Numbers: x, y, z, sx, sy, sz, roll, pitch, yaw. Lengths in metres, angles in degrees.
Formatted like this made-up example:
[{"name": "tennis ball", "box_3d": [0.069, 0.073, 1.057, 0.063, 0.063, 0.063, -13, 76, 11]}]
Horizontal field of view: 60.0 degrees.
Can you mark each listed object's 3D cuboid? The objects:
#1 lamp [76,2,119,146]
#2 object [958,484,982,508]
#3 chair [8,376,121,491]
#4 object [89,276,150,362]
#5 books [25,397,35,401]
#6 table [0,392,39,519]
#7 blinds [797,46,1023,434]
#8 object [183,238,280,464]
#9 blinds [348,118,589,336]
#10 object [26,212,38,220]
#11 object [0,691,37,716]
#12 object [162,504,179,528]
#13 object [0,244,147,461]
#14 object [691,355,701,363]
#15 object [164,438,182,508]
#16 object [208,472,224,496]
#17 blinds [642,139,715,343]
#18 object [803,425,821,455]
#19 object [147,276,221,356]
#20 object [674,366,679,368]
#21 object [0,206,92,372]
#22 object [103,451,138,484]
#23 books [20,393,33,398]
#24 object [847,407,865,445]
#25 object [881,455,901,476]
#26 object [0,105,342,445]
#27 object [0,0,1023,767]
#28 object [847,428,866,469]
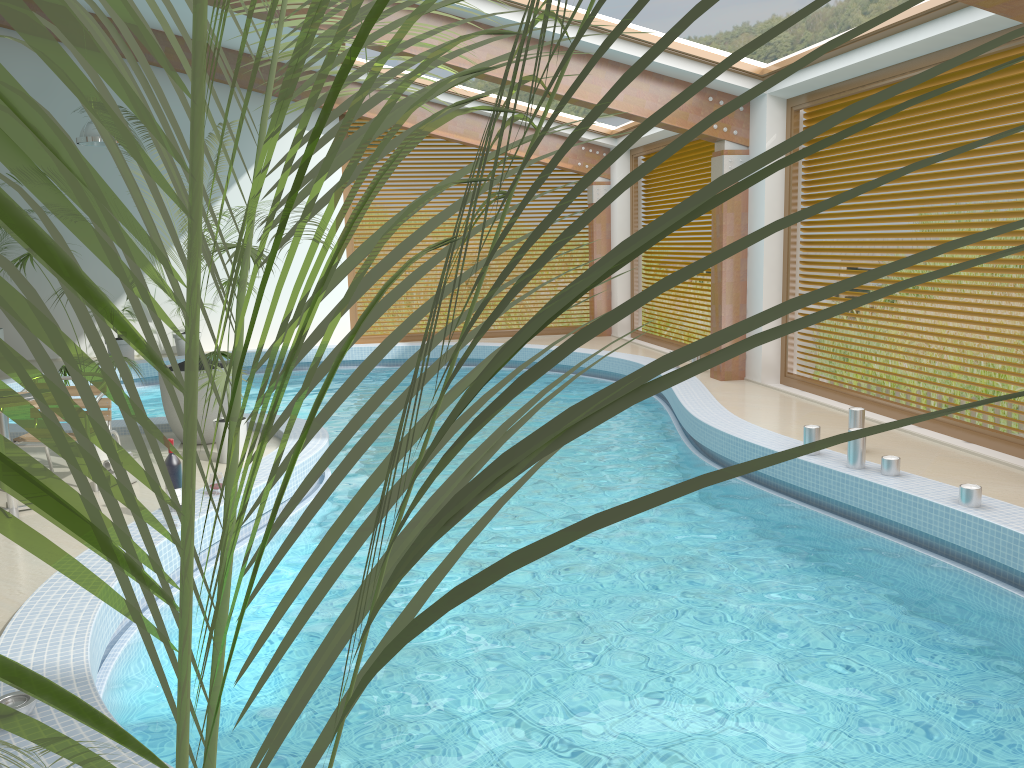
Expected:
[{"name": "lamp", "box_3d": [-5.063, -3.895, 10.668, 0.506, 1.958, 0.505, -3, 9, -11]}, {"name": "object", "box_3d": [2.597, 0.632, 5.027, 0.115, 0.107, 0.115, 6, 12, 37]}, {"name": "chair", "box_3d": [-3.149, 0.343, 6.249, 0.618, 0.727, 0.563, -1, 9, 1]}, {"name": "object", "box_3d": [-5.595, -0.935, 12.743, 0.822, 1.310, 1.067, 3, 10, 28]}, {"name": "books", "box_3d": [-3.013, 0.080, 5.647, 0.166, 0.004, 0.241, 4, 11, 30]}, {"name": "table", "box_3d": [-3.178, 0.461, 5.583, 0.700, 0.720, 0.700, 0, 9, 8]}, {"name": "blinds", "box_3d": [3.549, -1.178, 7.634, 0.095, 2.921, 4.200, -3, 9, -11]}, {"name": "object", "box_3d": [-2.093, -0.243, 6.710, 0.791, 1.695, 1.059, -6, 10, -24]}, {"name": "blinds", "box_3d": [-0.628, -2.820, 14.940, 4.500, 4.025, 0.099, -3, 9, -11]}, {"name": "object", "box_3d": [-6.682, -1.189, 9.297, 2.979, 2.960, 2.729, 7, 13, 44]}, {"name": "object", "box_3d": [-1.666, 1.094, 2.972, 0.140, 0.069, 0.140, -10, 12, -41]}, {"name": "object", "box_3d": [-1.919, 0.736, 5.006, 0.102, 0.137, 0.102, -2, 9, -2]}, {"name": "object", "box_3d": [-3.381, -0.233, 6.856, 1.059, 1.695, 0.791, 3, 10, 24]}, {"name": "object", "box_3d": [2.242, -0.320, 10.800, 0.115, 0.320, 0.115, 6, 12, 37]}, {"name": "object", "box_3d": [-2.022, 0.540, 5.294, 0.109, 0.435, 0.109, 3, 10, 23]}, {"name": "object", "box_3d": [-1.877, 0.633, 5.638, 0.102, 0.137, 0.102, -2, 9, -2]}, {"name": "blinds", "box_3d": [2.566, -1.942, 12.510, 0.095, 2.921, 4.200, -3, 9, -11]}, {"name": "object", "box_3d": [2.123, 0.396, 6.284, 0.115, 0.194, 0.115, 4, 11, 29]}, {"name": "object", "box_3d": [-4.940, -1.042, 13.304, 1.067, 1.310, 0.822, -1, 9, 1]}, {"name": "object", "box_3d": [1.937, -0.298, 10.572, 0.115, 0.204, 0.115, 4, 11, 29]}, {"name": "object", "box_3d": [-6.958, -1.561, 11.641, 2.729, 2.960, 2.979, -7, 11, -30]}, {"name": "object", "box_3d": [-2.717, 0.607, 6.163, 0.081, 0.223, 0.272, 0, 9, 9]}, {"name": "books", "box_3d": [-3.127, 0.082, 5.624, 0.166, 0.004, 0.241, 4, 11, 30]}, {"name": "object", "box_3d": [2.580, 0.343, 6.648, 0.115, 0.320, 0.115, 6, 12, 37]}, {"name": "object", "box_3d": [2.437, 0.525, 5.709, 0.115, 0.107, 0.115, 6, 12, 37]}, {"name": "object", "box_3d": [-2.609, -0.956, 7.209, 2.979, 2.960, 2.729, 0, 9, 6]}, {"name": "object", "box_3d": [-0.386, 0.075, 0.488, 2.729, 2.960, 2.979, 7, 13, 43]}, {"name": "object", "box_3d": [2.286, 0.427, 5.882, 0.115, 0.254, 0.115, 4, 11, 29]}]
